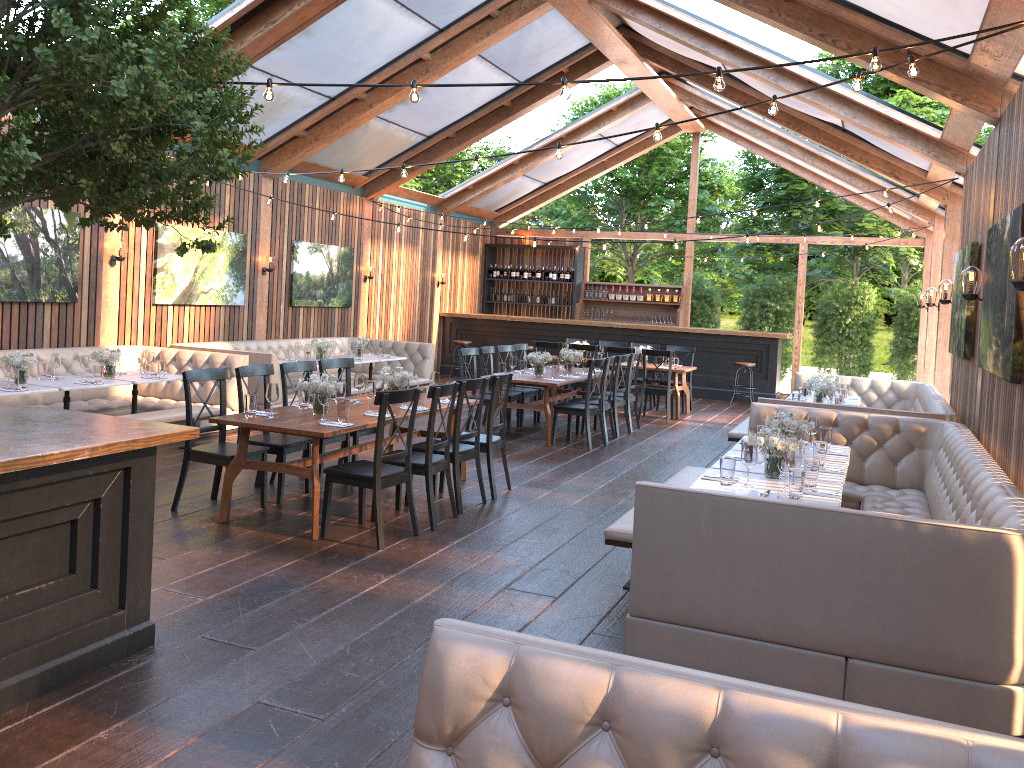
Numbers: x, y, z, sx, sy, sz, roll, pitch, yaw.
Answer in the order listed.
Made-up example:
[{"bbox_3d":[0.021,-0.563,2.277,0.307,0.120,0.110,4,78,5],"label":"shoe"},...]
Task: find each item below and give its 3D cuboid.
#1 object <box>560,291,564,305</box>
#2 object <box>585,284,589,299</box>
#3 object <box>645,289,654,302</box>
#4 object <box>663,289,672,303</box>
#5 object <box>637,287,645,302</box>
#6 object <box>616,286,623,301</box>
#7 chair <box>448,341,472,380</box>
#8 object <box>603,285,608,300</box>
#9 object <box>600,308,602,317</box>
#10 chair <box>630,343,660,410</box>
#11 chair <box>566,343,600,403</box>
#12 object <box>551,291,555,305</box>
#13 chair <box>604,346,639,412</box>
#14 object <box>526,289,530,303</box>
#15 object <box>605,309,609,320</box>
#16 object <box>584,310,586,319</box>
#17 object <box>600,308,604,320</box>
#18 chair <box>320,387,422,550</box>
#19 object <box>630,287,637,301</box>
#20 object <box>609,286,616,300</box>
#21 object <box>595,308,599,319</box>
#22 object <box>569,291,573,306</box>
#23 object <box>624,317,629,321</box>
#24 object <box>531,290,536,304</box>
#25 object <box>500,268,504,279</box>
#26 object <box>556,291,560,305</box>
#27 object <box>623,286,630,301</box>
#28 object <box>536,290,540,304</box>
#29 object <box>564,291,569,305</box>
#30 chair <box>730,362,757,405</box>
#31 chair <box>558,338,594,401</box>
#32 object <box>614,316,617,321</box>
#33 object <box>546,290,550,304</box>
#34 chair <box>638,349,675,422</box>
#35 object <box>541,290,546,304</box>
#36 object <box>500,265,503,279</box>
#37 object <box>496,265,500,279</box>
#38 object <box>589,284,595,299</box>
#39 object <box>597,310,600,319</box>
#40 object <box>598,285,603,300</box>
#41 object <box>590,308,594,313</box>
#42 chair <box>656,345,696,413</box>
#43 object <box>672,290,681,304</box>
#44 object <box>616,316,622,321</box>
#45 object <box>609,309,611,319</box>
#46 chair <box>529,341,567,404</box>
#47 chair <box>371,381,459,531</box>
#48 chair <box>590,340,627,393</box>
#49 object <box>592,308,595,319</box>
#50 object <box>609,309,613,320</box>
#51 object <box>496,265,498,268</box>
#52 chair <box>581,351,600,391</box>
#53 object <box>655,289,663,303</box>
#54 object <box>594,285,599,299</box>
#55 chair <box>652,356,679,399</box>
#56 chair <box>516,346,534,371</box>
[{"bbox_3d":[1.092,-1.874,19.296,0.094,0.308,0.094,4,2,18],"label":"object"},{"bbox_3d":[1.663,-2.026,19.388,0.094,0.317,0.094,4,2,22],"label":"object"},{"bbox_3d":[2.927,-1.887,18.845,0.176,0.288,0.109,4,2,17],"label":"object"},{"bbox_3d":[3.279,-1.852,18.681,0.176,0.288,0.109,4,2,17],"label":"object"},{"bbox_3d":[2.754,-1.917,18.927,0.138,0.310,0.138,4,3,27],"label":"object"},{"bbox_3d":[2.319,-1.957,19.097,0.138,0.310,0.138,4,3,22],"label":"object"},{"bbox_3d":[-0.998,-0.481,17.544,0.469,0.733,0.468,5,3,29],"label":"chair"},{"bbox_3d":[2.038,-1.989,19.218,0.094,0.317,0.094,4,3,32],"label":"object"},{"bbox_3d":[1.951,-1.524,19.241,0.092,0.244,0.092,5,3,42],"label":"object"},{"bbox_3d":[2.099,-0.137,14.317,0.478,1.018,0.540,4,3,17],"label":"chair"},{"bbox_3d":[1.101,-0.096,13.364,0.478,1.018,0.540,4,3,17],"label":"chair"},{"bbox_3d":[0.900,-1.894,19.389,0.094,0.308,0.094,3,2,-13],"label":"object"},{"bbox_3d":[1.618,-0.047,13.151,0.478,1.018,0.540,4,3,22],"label":"chair"},{"bbox_3d":[0.355,-1.941,19.567,0.094,0.308,0.094,3,2,4],"label":"object"},{"bbox_3d":[2.035,-1.504,19.092,0.092,0.244,0.092,3,2,-3],"label":"object"},{"bbox_3d":[1.581,-1.510,19.195,0.070,0.185,0.070,4,3,27],"label":"object"},{"bbox_3d":[1.945,-1.514,19.140,0.092,0.244,0.092,3,2,-3],"label":"object"},{"bbox_3d":[-0.944,0.524,6.008,0.540,1.018,0.478,4,3,27],"label":"chair"},{"bbox_3d":[2.600,-1.929,18.968,0.138,0.310,0.138,4,3,17],"label":"object"},{"bbox_3d":[2.176,-1.971,19.160,0.138,0.310,0.138,4,3,27],"label":"object"},{"bbox_3d":[1.840,-1.523,19.174,0.092,0.244,0.092,5,3,42],"label":"object"},{"bbox_3d":[1.293,-1.858,19.239,0.094,0.308,0.095,1,3,-42],"label":"object"},{"bbox_3d":[2.453,-1.395,18.964,0.124,0.096,0.124,4,4,11],"label":"object"},{"bbox_3d":[0.477,-1.934,19.567,0.094,0.308,0.094,4,2,22],"label":"object"},{"bbox_3d":[-0.241,-2.522,19.943,0.136,0.315,0.137,2,3,-16],"label":"object"},{"bbox_3d":[1.007,-1.885,19.362,0.095,0.308,0.094,5,3,43],"label":"object"},{"bbox_3d":[2.464,-1.943,19.031,0.138,0.310,0.138,4,3,27],"label":"object"},{"bbox_3d":[0.581,-1.922,19.505,0.094,0.308,0.094,4,2,20],"label":"object"},{"bbox_3d":[1.184,-1.864,19.245,0.094,0.308,0.094,4,2,23],"label":"object"},{"bbox_3d":[4.052,-0.003,15.465,0.468,0.733,0.469,4,3,10],"label":"chair"},{"bbox_3d":[1.065,-0.234,14.743,0.478,1.018,0.540,4,3,17],"label":"chair"},{"bbox_3d":[2.254,-1.421,19.123,0.124,0.096,0.124,6,5,33],"label":"object"},{"bbox_3d":[0.790,-1.901,19.406,0.094,0.308,0.095,3,2,-13],"label":"object"},{"bbox_3d":[2.135,0.002,12.938,0.478,1.018,0.540,4,3,17],"label":"chair"},{"bbox_3d":[0.697,-1.914,19.484,0.094,0.308,0.094,1,3,-41],"label":"object"},{"bbox_3d":[-0.231,-2.506,19.798,0.077,0.308,0.077,3,2,1],"label":"object"},{"bbox_3d":[-0.305,-2.513,19.851,0.077,0.306,0.077,5,3,39],"label":"object"},{"bbox_3d":[1.748,-2.015,19.323,0.094,0.317,0.094,5,3,37],"label":"object"},{"bbox_3d":[1.862,-1.534,19.298,0.092,0.244,0.092,5,3,42],"label":"object"},{"bbox_3d":[1.934,-1.997,19.242,0.094,0.317,0.094,4,2,17],"label":"object"},{"bbox_3d":[1.738,-1.534,19.224,0.092,0.244,0.092,5,3,42],"label":"object"},{"bbox_3d":[2.616,-0.088,14.104,0.478,1.018,0.540,4,3,27],"label":"chair"},{"bbox_3d":[3.464,-1.838,18.642,0.176,0.288,0.109,5,3,27],"label":"object"},{"bbox_3d":[2.293,-1.404,18.969,0.124,0.096,0.124,6,5,33],"label":"object"},{"bbox_3d":[2.139,-1.507,19.174,0.092,0.244,0.092,3,2,-3],"label":"object"},{"bbox_3d":[0.584,-0.145,13.577,0.478,1.018,0.540,4,3,22],"label":"chair"},{"bbox_3d":[-0.697,0.488,6.511,0.540,1.018,0.478,4,3,17],"label":"chair"},{"bbox_3d":[1.582,-0.186,14.530,0.478,1.018,0.540,4,3,22],"label":"chair"},{"bbox_3d":[1.762,-1.542,19.322,0.092,0.244,0.092,3,2,-3],"label":"object"},{"bbox_3d":[2.136,-1.496,19.059,0.092,0.244,0.092,3,2,-3],"label":"object"},{"bbox_3d":[-0.350,-2.537,20.039,0.078,0.311,0.078,4,2,17],"label":"object"},{"bbox_3d":[1.527,-0.242,16.505,0.468,0.733,0.469,3,3,-2],"label":"chair"},{"bbox_3d":[3.116,-1.872,18.791,0.176,0.288,0.109,5,3,27],"label":"object"},{"bbox_3d":[1.854,-2.008,19.313,0.094,0.317,0.094,4,2,17],"label":"object"},{"bbox_3d":[2.789,-0.123,15.985,0.468,0.733,0.469,0,4,-44],"label":"chair"},{"bbox_3d":[0.264,-0.362,17.025,0.468,0.733,0.469,3,3,5],"label":"chair"}]
